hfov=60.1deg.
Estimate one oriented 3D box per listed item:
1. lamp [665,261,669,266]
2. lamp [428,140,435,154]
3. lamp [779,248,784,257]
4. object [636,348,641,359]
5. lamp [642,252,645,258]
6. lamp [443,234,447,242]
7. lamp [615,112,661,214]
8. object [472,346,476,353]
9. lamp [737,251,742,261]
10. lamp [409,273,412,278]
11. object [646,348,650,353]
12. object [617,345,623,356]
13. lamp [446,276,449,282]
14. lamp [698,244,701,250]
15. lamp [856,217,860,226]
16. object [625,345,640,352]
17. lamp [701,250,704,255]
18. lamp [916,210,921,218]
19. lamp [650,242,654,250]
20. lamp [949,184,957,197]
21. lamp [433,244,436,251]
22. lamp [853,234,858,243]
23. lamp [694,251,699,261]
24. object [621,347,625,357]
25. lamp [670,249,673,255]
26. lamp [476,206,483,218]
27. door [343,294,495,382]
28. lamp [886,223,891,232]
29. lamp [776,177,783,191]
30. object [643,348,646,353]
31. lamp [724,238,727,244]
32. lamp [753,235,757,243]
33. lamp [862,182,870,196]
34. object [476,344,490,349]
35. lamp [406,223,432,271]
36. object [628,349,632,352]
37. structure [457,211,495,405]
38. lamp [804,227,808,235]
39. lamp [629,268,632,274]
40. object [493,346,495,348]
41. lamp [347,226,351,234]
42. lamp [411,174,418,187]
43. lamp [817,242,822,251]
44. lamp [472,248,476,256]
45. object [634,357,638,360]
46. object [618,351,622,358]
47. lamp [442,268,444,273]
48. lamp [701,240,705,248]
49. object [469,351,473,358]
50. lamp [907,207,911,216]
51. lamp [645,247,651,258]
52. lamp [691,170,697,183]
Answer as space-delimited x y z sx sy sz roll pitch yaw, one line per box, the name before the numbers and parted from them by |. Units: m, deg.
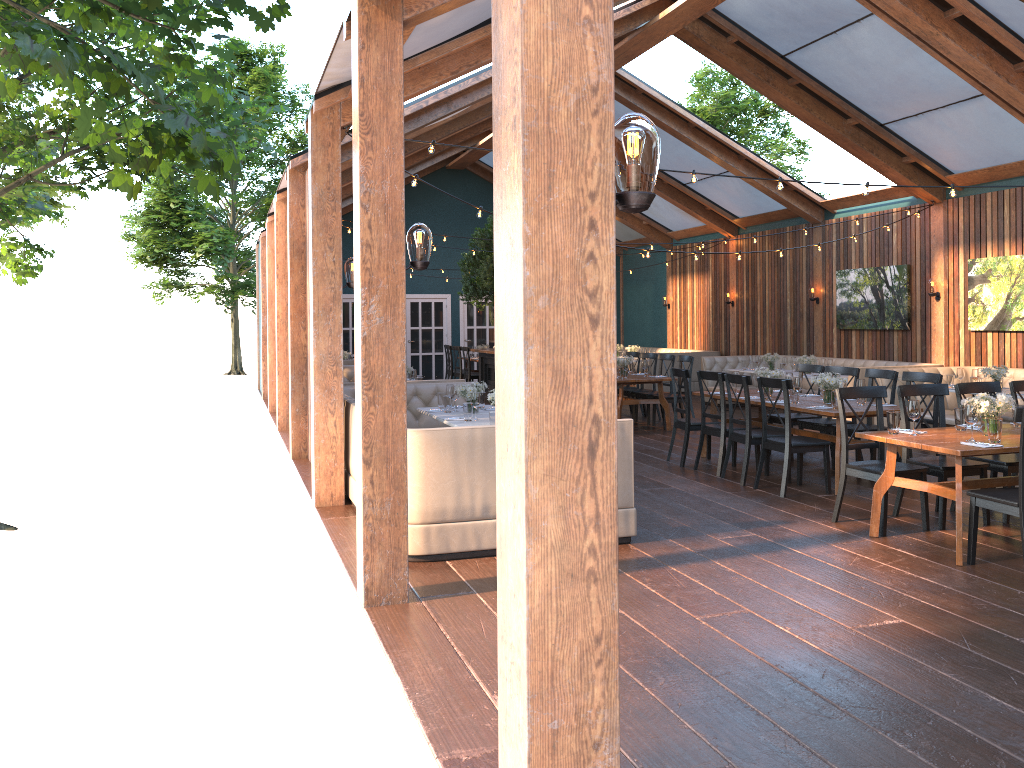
lamp | 3.206 -2.488 18.279 0.056 0.118 0.066 -1 1 -42
lamp | -0.694 -2.043 7.627 0.056 0.118 0.064 -2 1 -44
lamp | 3.391 -1.655 11.144 0.056 0.121 0.056 -1 1 -31
object | 2.733 -0.648 19.113 0.092 0.244 0.092 0 1 30
lamp | 2.502 -2.459 16.857 0.056 0.117 0.068 -1 1 -21
lamp | -0.984 -2.138 12.936 0.056 0.121 0.056 -1 1 -6
lamp | 0.312 -0.571 2.380 0.178 0.320 0.146 -1 1 -18
object | -0.848 -0.713 19.690 0.092 0.244 0.092 0 1 24
lamp | 2.755 -1.556 10.727 0.056 0.120 0.056 -1 1 1
lamp | -2.084 -2.236 18.242 0.056 0.115 0.074 0 1 25
object | 2.933 -0.650 19.110 0.092 0.244 0.092 0 1 30
object | 2.415 -0.774 20.452 0.329 0.309 0.336 1 3 37
lamp | -1.342 -2.165 18.315 0.056 0.119 0.060 0 1 19
lamp | 3.754 -2.736 17.695 0.064 0.118 0.056 -1 1 -9
lamp | 5.080 -2.389 13.004 0.056 0.120 0.056 0 1 25
object | 2.685 -0.720 19.665 0.336 0.309 0.329 1 3 24
lamp | 3.928 -2.712 18.257 0.074 0.115 0.056 -1 1 -12
lamp | 5.867 -2.450 12.771 0.062 0.119 0.056 -1 1 -35
lamp | 2.057 -2.030 13.017 0.056 0.121 0.056 -1 1 -3
lamp | 3.859 -1.693 7.742 0.056 0.121 0.056 0 1 40
lamp | -1.248 -2.197 14.257 0.056 0.120 0.056 0 1 38
lamp | 4.642 -1.972 11.975 0.071 0.116 0.056 0 1 4
lamp | 2.141 -1.491 10.281 0.056 0.120 0.056 -1 1 -12
object | 2.485 -0.700 19.870 0.092 0.244 0.092 0 1 30
lamp | 3.123 -2.582 17.294 0.056 0.121 0.056 -1 1 -36
lamp | -0.313 -1.652 8.496 0.056 0.119 0.059 0 1 13
door | -1.418 -1.134 22.081 8.174 2.209 0.174 -2 1 -18
lamp | 5.262 -2.191 12.375 0.060 0.119 0.056 0 1 5
lamp | 2.334 -1.744 7.711 0.056 0.121 0.056 -1 1 -3
object | 2.910 -0.666 19.345 0.092 0.244 0.092 0 1 30
lamp | 4.373 -2.927 18.117 0.056 0.120 0.056 0 1 11
lamp | 3.580 -2.130 13.029 0.056 0.121 0.056 0 1 3
lamp | 3.089 -1.705 7.729 0.057 0.120 0.056 -1 1 -24
object | -0.629 -0.737 19.541 0.329 0.309 0.336 -1 3 -20
lamp | -0.538 -0.752 5.006 0.178 0.320 0.146 -1 1 -18
object | 2.679 -0.716 20.059 0.092 0.244 0.092 0 1 30
structure | 0.311 -1.507 16.729 2.715 3.694 2.855 -1 2 -9
lamp | 4.327 -2.250 13.033 0.063 0.118 0.056 -1 1 -25
lamp | 2.457 -2.334 18.306 0.056 0.121 0.056 -1 1 -40
object | -0.247 -0.672 18.579 0.329 0.309 0.337 -1 2 -3
lamp | -2.450 -2.325 13.341 0.056 0.118 0.065 0 1 31
lamp | -0.884 -1.851 8.047 0.068 0.117 0.056 -1 1 -11
lamp | 4.019 -1.793 11.563 0.056 0.120 0.056 0 1 10
lamp | -0.635 -2.193 14.710 0.056 0.120 0.056 -1 1 -31
object | 2.670 -0.598 19.024 0.092 0.158 0.092 -1 1 -32
object | 2.422 -0.650 19.781 0.092 0.158 0.092 -1 1 -32
lamp | -1.604 -2.622 20.512 0.067 0.117 0.056 0 1 26
lamp | 2.813 -2.058 13.043 0.056 0.117 0.067 0 1 35
object | -0.911 -0.664 19.602 0.092 0.158 0.092 0 1 8
lamp | 5.820 -2.530 12.983 0.056 0.121 0.056 0 1 4
lamp | 1.513 -1.460 9.844 0.056 0.121 0.056 -1 1 -19
lamp | 1.580 -1.802 7.681 0.056 0.120 0.056 -1 1 -42
